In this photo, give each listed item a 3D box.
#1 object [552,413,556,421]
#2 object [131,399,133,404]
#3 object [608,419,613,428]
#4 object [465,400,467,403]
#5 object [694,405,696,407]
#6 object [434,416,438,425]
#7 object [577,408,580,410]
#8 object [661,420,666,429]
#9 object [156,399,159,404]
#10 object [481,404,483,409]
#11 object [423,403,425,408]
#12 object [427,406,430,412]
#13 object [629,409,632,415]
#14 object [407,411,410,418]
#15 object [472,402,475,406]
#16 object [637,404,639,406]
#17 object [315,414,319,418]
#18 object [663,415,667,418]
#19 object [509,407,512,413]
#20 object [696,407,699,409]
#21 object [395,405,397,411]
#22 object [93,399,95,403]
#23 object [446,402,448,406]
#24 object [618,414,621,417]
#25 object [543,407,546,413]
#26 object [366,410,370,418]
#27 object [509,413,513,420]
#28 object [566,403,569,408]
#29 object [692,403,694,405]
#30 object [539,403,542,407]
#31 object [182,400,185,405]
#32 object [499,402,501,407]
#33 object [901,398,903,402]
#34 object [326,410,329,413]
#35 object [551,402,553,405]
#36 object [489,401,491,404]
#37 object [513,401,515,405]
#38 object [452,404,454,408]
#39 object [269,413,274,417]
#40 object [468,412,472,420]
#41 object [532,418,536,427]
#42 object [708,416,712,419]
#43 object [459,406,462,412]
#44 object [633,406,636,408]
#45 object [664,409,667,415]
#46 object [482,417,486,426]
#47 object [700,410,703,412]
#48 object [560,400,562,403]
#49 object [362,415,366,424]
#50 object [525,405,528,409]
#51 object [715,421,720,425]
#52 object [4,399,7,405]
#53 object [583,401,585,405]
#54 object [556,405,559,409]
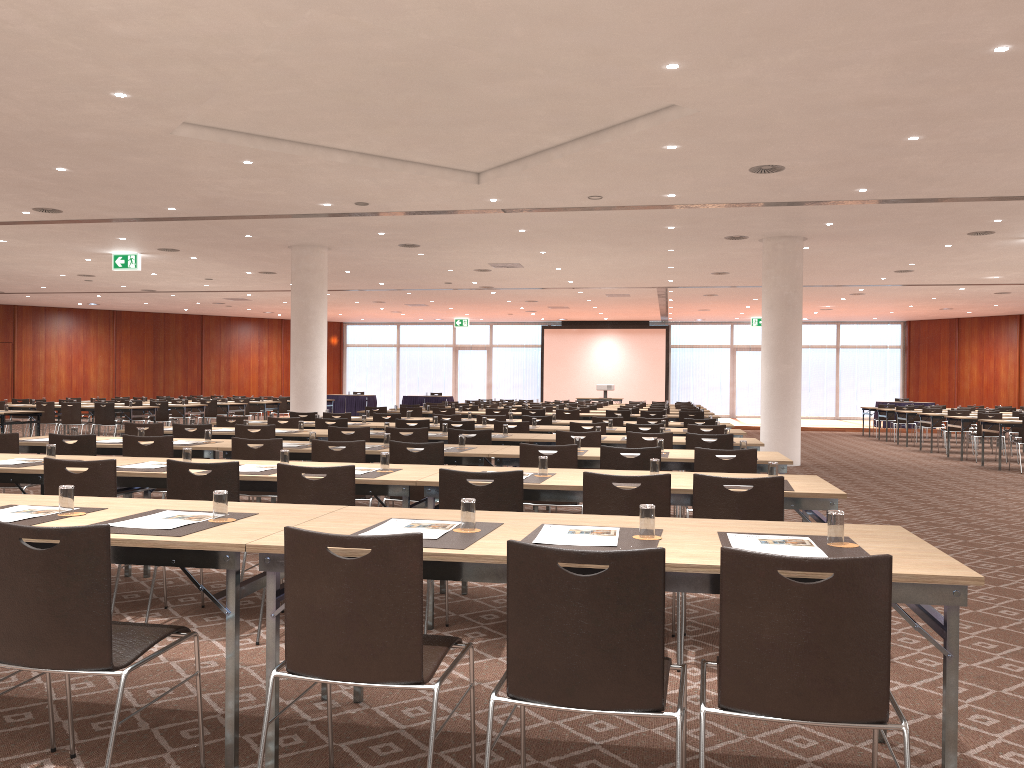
[{"bbox_3d":[0.630,0.496,13.256,0.054,0.114,0.054,1,0,-1],"label":"object"},{"bbox_3d":[-8.795,0.406,20.535,0.054,0.114,0.054,0,0,-24],"label":"object"},{"bbox_3d":[1.236,0.500,11.121,0.054,0.114,0.054,0,0,-24],"label":"object"},{"bbox_3d":[-1.208,0.487,23.233,0.054,0.114,0.054,0,0,-24],"label":"object"},{"bbox_3d":[4.177,0.540,20.242,0.054,0.114,0.054,0,0,-24],"label":"object"},{"bbox_3d":[-0.991,0.477,11.524,0.054,0.114,0.054,1,1,44],"label":"object"},{"bbox_3d":[1.245,0.506,16.704,0.054,0.114,0.054,0,0,-24],"label":"object"},{"bbox_3d":[1.879,0.506,11.000,0.054,0.114,0.054,0,0,-24],"label":"object"},{"bbox_3d":[-8.158,0.412,20.421,0.054,0.114,0.054,0,0,-24],"label":"object"},{"bbox_3d":[-0.645,0.489,19.079,0.054,0.114,0.054,0,0,-24],"label":"object"},{"bbox_3d":[-1.913,0.476,19.307,0.054,0.114,0.054,0,0,-24],"label":"object"},{"bbox_3d":[-1.626,0.477,17.226,0.054,0.114,0.054,1,1,44],"label":"object"},{"bbox_3d":[2.209,0.515,16.537,0.054,0.114,0.054,1,1,44],"label":"object"},{"bbox_3d":[-1.593,0.473,13.664,0.054,0.114,0.054,1,1,44],"label":"object"},{"bbox_3d":[-0.918,0.488,21.164,0.054,0.114,0.054,1,1,44],"label":"object"},{"bbox_3d":[2.913,0.527,20.477,0.054,0.114,0.054,1,1,44],"label":"object"},{"bbox_3d":[-2.592,0.461,11.808,0.054,0.114,0.054,1,0,21],"label":"object"},{"bbox_3d":[2.234,0.512,12.984,0.054,0.114,0.054,1,1,44],"label":"object"},{"bbox_3d":[-0.032,0.493,16.924,0.054,0.114,0.054,0,0,-24],"label":"object"},{"bbox_3d":[3.825,0.534,18.276,0.054,0.114,0.054,0,0,-24],"label":"object"},{"bbox_3d":[-2.269,0.470,17.342,0.054,0.114,0.054,0,0,-24],"label":"object"},{"bbox_3d":[-9.756,0.396,20.700,0.054,0.114,0.054,1,1,44],"label":"object"},{"bbox_3d":[-1.565,0.481,21.265,0.054,0.114,0.054,0,0,-24],"label":"object"},{"bbox_3d":[1.587,0.505,13.091,0.054,0.114,0.054,1,0,21],"label":"object"},{"bbox_3d":[0.615,0.499,16.820,0.054,0.114,0.054,0,0,-24],"label":"object"},{"bbox_3d":[-2.237,0.467,13.771,0.054,0.114,0.054,1,0,21],"label":"object"},{"bbox_3d":[-0.015,0.489,13.375,0.054,0.114,0.054,1,0,-1],"label":"object"},{"bbox_3d":[1.302,0.511,20.751,0.054,0.114,0.054,1,1,44],"label":"object"},{"bbox_3d":[4.538,0.546,22.212,0.054,0.114,0.054,0,0,-24],"label":"object"},{"bbox_3d":[0.669,0.504,20.867,0.054,0.114,0.054,1,1,44],"label":"object"},{"bbox_3d":[-7.518,0.419,20.291,0.054,0.114,0.054,0,0,-24],"label":"object"},{"bbox_3d":[-0.281,0.494,21.040,0.054,0.114,0.054,1,1,44],"label":"object"},{"bbox_3d":[12.441,0.506,28.275,0.054,0.114,0.054,1,0,21],"label":"object"},{"bbox_3d":[-2.890,0.460,13.882,0.054,0.114,0.054,1,0,-1],"label":"object"},{"bbox_3d":[1.023,0.510,22.840,0.054,0.114,0.054,1,1,44],"label":"object"},{"bbox_3d":[-0.569,0.494,23.118,0.054,0.114,0.054,1,1,44],"label":"object"},{"bbox_3d":[0.059,0.500,23.022,0.054,0.114,0.054,1,1,44],"label":"object"},{"bbox_3d":[-1.271,0.482,19.181,0.054,0.114,0.054,0,0,-24],"label":"object"},{"bbox_3d":[-3.234,0.454,11.927,0.054,0.114,0.054,1,1,44],"label":"object"},{"bbox_3d":[-0.643,0.483,13.491,0.054,0.114,0.054,1,0,-1],"label":"object"},{"bbox_3d":[0.283,0.490,11.289,0.054,0.114,0.054,1,1,44],"label":"object"},{"bbox_3d":[2.878,0.518,12.865,0.054,0.114,0.054,1,0,-1],"label":"object"},{"bbox_3d":[-0.985,0.483,17.097,0.054,0.114,0.054,1,1,44],"label":"object"},{"bbox_3d":[2.552,0.521,18.496,0.054,0.114,0.054,1,1,44],"label":"object"},{"bbox_3d":[2.836,0.522,16.421,0.054,0.114,0.054,1,1,44],"label":"object"},{"bbox_3d":[-0.356,0.484,11.406,0.054,0.114,0.054,1,1,44],"label":"object"},{"bbox_3d":[3.488,0.528,16.300,0.054,0.114,0.054,0,0,-24],"label":"object"},{"bbox_3d":[1.377,0.516,24.817,0.054,0.114,0.054,1,1,44],"label":"object"},{"bbox_3d":[-1.948,0.467,11.682,0.054,0.114,0.054,1,0,21],"label":"object"},{"bbox_3d":[0.315,0.498,18.908,0.054,0.114,0.054,0,0,-24],"label":"object"},{"bbox_3d":[2.523,0.513,10.886,0.054,0.114,0.054,1,1,44],"label":"object"},{"bbox_3d":[-10.753,0.384,18.842,0.054,0.114,0.054,1,1,44],"label":"object"},{"bbox_3d":[2.016,0.522,24.697,0.054,0.114,0.054,1,1,44],"label":"object"},{"bbox_3d":[0.965,0.505,18.783,0.054,0.114,0.054,0,0,-24],"label":"object"}]
